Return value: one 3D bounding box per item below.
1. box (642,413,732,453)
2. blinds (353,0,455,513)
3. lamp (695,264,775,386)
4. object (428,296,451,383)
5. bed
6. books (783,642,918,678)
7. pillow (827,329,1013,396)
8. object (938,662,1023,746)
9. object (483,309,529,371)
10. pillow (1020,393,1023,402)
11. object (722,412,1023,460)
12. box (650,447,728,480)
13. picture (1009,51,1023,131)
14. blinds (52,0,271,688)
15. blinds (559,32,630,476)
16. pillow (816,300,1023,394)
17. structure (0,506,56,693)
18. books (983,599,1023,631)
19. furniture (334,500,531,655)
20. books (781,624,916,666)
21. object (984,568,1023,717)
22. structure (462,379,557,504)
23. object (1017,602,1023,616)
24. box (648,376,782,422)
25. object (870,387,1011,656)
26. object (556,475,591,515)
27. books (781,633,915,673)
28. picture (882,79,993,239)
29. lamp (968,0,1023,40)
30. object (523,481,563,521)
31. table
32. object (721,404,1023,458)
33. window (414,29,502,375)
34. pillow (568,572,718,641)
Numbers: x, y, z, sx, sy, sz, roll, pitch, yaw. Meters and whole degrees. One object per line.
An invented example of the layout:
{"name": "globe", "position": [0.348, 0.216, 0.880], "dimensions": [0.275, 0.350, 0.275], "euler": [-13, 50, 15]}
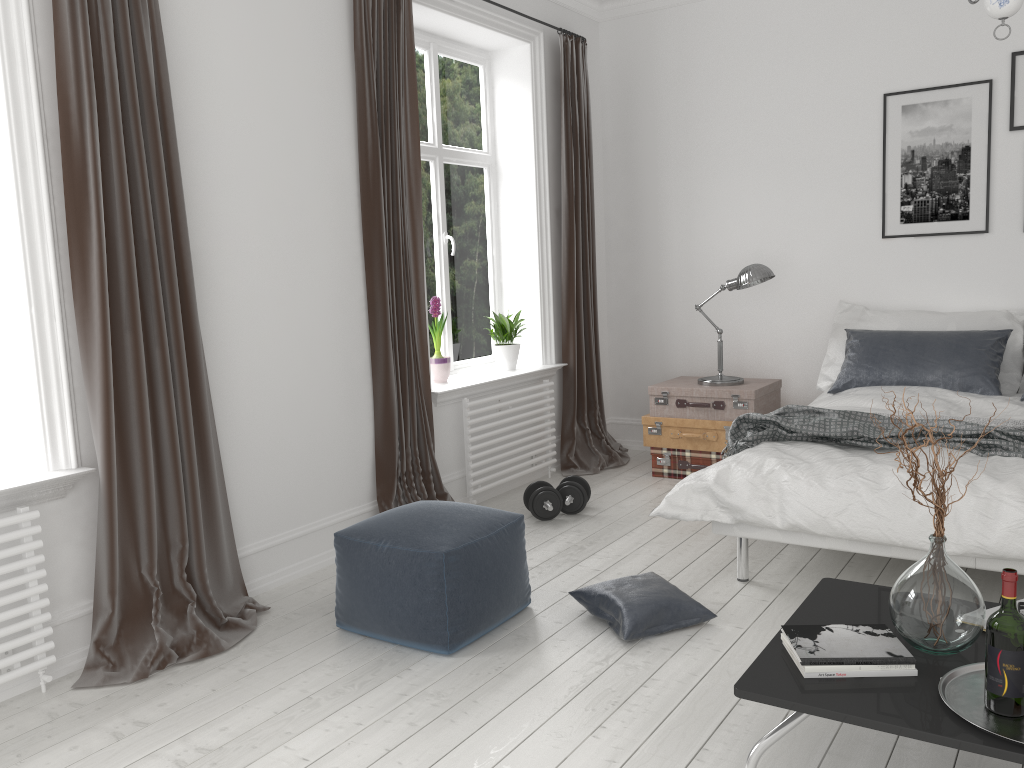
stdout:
{"name": "box", "position": [1.186, 0.266, 5.374], "dimensions": [0.647, 0.185, 0.537], "euler": [2, 9, 33]}
{"name": "blinds", "position": [-0.466, -0.588, 4.157], "dimensions": [0.294, 2.681, 0.582], "euler": [4, 10, 40]}
{"name": "lamp", "position": [1.303, -0.348, 5.200], "dimensions": [0.488, 0.699, 0.269], "euler": [2, 9, 33]}
{"name": "object", "position": [-0.407, -0.245, 4.860], "dimensions": [0.129, 0.476, 0.129], "euler": [-3, 7, -6]}
{"name": "bed", "position": [2.109, 0.236, 3.836], "dimensions": [2.217, 0.926, 2.473], "euler": [2, 9, 34]}
{"name": "books", "position": [0.804, 0.654, 2.129], "dimensions": [0.259, 0.014, 0.191], "euler": [-2, 7, 3]}
{"name": "pillow", "position": [2.132, -0.112, 4.653], "dimensions": [0.837, 0.329, 0.405], "euler": [2, 9, 34]}
{"name": "object", "position": [1.100, 0.686, 1.977], "dimensions": [0.395, 0.063, 0.622], "euler": [-3, 7, -7]}
{"name": "object", "position": [-0.037, -0.272, 5.352], "dimensions": [0.284, 0.369, 0.215], "euler": [-1, 7, 12]}
{"name": "pillow", "position": [2.873, -0.080, 4.155], "dimensions": [0.842, 0.339, 0.405], "euler": [2, 9, 34]}
{"name": "object", "position": [1.955, 0.385, 3.631], "dimensions": [2.236, 0.500, 0.521], "euler": [3, 9, 36]}
{"name": "box", "position": [1.239, 0.449, 5.373], "dimensions": [0.647, 0.185, 0.537], "euler": [2, 9, 33]}
{"name": "picture", "position": [2.887, -1.535, 4.533], "dimensions": [0.592, 0.403, 0.015], "euler": [2, 9, 33]}
{"name": "blinds", "position": [-1.204, -0.404, 2.956], "dimensions": [0.318, 2.680, 0.769], "euler": [2, 8, 29]}
{"name": "blinds", "position": [0.513, -0.813, 5.576], "dimensions": [0.327, 2.680, 0.779], "euler": [2, 8, 28]}
{"name": "pillow", "position": [2.628, -0.175, 4.567], "dimensions": [1.965, 0.529, 0.465], "euler": [2, 9, 33]}
{"name": "structure", "position": [-1.752, 0.760, 2.473], "dimensions": [0.120, 0.670, 0.887], "euler": [2, 9, 33]}
{"name": "books", "position": [1.335, 0.610, 2.202], "dimensions": [0.231, 0.040, 0.342], "euler": [-6, 8, -25]}
{"name": "furniture", "position": [-0.293, 0.663, 3.283], "dimensions": [0.646, 0.423, 0.646], "euler": [3, 9, 34]}
{"name": "books", "position": [0.801, 0.626, 2.134], "dimensions": [0.257, 0.012, 0.207], "euler": [-2, 7, 4]}
{"name": "object", "position": [1.033, 0.533, 1.848], "dimensions": [0.081, 0.303, 0.081], "euler": [-8, 9, -39]}
{"name": "structure", "position": [-0.020, 0.352, 5.085], "dimensions": [0.114, 0.670, 0.887], "euler": [2, 9, 33]}
{"name": "object", "position": [1.330, 0.580, 2.196], "dimensions": [0.135, 0.030, 0.141], "euler": [0, 8, 18]}
{"name": "box", "position": [1.217, 0.086, 5.325], "dimensions": [0.647, 0.185, 0.537], "euler": [2, 9, 33]}
{"name": "object", "position": [0.980, 0.318, 2.120], "dimensions": [0.291, 0.666, 0.313], "euler": [-3, 7, -4]}
{"name": "object", "position": [0.318, 0.584, 4.672], "dimensions": [0.179, 0.179, 0.326], "euler": [-1, 8, 13]}
{"name": "books", "position": [0.799, 0.640, 2.129], "dimensions": [0.254, 0.014, 0.191], "euler": [-2, 7, 1]}
{"name": "picture", "position": [2.354, -1.234, 4.933], "dimensions": [0.545, 0.810, 0.015], "euler": [2, 9, 33]}
{"name": "lamp", "position": [1.472, -1.605, 2.633], "dimensions": [0.594, 1.123, 0.528], "euler": [2, 9, 33]}
{"name": "object", "position": [0.159, 0.602, 4.582], "dimensions": [0.179, 0.179, 0.326], "euler": [-4, 7, -11]}
{"name": "table", "position": [1.067, 0.806, 2.145], "dimensions": [0.833, 0.313, 0.824], "euler": [2, 9, 33]}
{"name": "object", "position": [1.765, 0.331, 3.299], "dimensions": [2.154, 0.377, 0.536], "euler": [3, 9, 36]}
{"name": "window", "position": [-0.389, -1.000, 5.115], "dimensions": [0.120, 1.956, 1.112], "euler": [2, 9, 33]}
{"name": "pillow", "position": [0.465, 0.784, 3.207], "dimensions": [0.391, 0.121, 0.381], "euler": [-6, 8, -26]}
